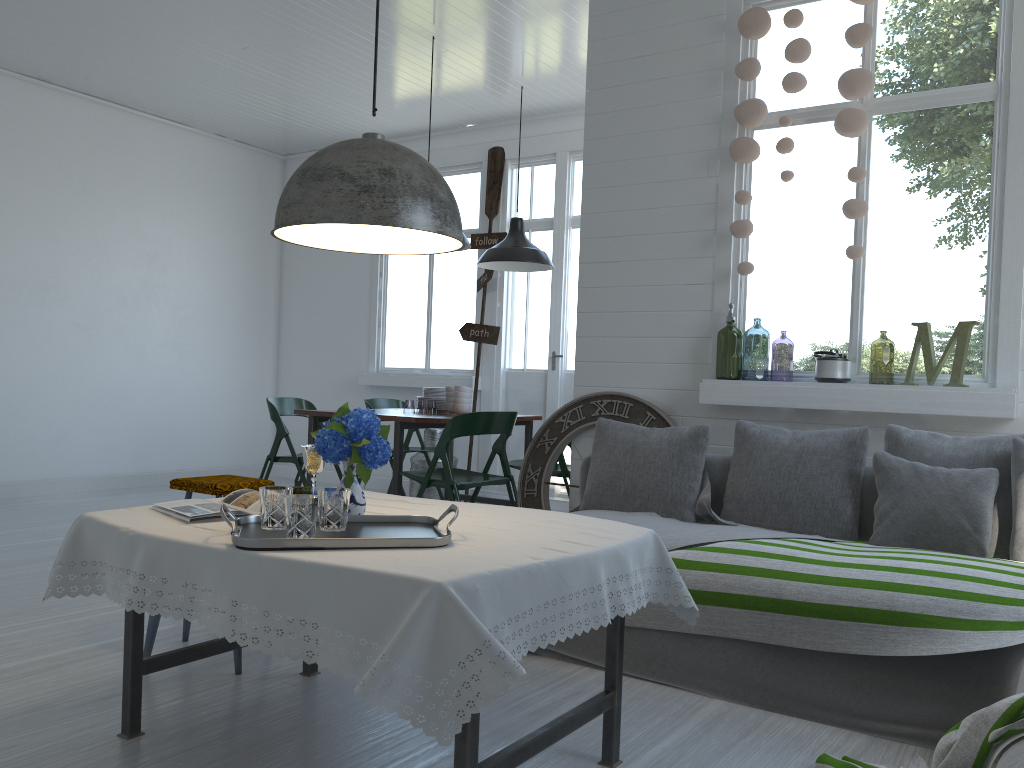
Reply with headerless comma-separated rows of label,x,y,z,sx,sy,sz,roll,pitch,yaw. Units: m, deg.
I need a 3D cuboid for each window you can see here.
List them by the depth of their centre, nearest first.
window,1.737,-1.064,4.443,1.481,2.399,0.254,3,1,33
window,-0.884,-1.163,8.976,1.481,2.399,0.254,3,1,33

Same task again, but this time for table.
table,-0.438,0.783,2.779,1.670,0.725,1.327,2,0,34
table,-0.634,0.670,6.518,1.170,0.930,1.695,2,0,31

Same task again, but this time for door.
door,0.383,-0.566,8.134,1.609,3.481,0.254,3,1,33

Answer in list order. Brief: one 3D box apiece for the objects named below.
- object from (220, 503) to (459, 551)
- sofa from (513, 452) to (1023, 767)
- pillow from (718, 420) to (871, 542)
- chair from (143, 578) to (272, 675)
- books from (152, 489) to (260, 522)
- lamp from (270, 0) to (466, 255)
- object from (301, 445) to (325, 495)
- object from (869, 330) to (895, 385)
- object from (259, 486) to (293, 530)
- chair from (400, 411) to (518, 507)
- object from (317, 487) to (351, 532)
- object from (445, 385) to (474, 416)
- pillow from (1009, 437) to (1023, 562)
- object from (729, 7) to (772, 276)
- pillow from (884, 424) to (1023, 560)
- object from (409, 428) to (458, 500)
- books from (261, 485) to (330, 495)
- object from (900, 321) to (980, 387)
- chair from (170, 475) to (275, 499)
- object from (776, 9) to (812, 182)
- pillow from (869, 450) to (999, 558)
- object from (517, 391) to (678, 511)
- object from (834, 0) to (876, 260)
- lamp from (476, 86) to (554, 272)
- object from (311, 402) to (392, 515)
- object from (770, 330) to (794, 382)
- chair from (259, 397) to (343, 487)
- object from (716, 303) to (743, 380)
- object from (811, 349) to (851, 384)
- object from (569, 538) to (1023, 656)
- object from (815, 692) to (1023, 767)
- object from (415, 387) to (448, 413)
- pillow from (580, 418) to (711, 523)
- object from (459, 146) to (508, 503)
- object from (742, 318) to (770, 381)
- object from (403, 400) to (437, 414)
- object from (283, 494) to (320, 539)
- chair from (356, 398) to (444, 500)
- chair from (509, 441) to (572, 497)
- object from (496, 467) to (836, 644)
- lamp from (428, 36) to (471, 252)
object,-0.476,0.384,2.485,0.651,0.092,0.398,2,0,-14
sofa,0.923,0.799,2.640,3.393,0.899,3.408,2,0,33
pillow,1.321,0.444,4.172,0.641,0.521,0.280,2,1,34
chair,-1.218,0.836,3.610,0.419,0.563,0.419,2,1,3
books,-0.888,0.383,2.854,0.422,0.049,0.300,2,0,-42
lamp,-0.406,-1.469,2.758,0.601,2.045,0.600,2,1,4
object,-0.688,0.311,3.084,0.098,0.192,0.098,2,1,-36
object,1.819,-0.128,4.356,0.111,0.270,0.111,2,1,-39
object,-0.673,0.353,2.521,0.095,0.119,0.095,2,1,-32
chair,-0.307,0.660,5.514,0.730,1.007,0.651,3,1,33
object,-0.510,0.359,2.537,0.095,0.119,0.095,2,1,18
object,-0.381,0.118,6.366,0.150,0.216,0.309,2,0,-24
pillow,2.291,0.488,3.454,0.616,0.526,0.344,2,1,32
object,1.258,-1.276,4.711,0.193,1.405,0.197,2,1,-6
pillow,1.898,0.468,3.781,0.638,0.561,0.279,2,1,34
object,-0.735,0.775,8.343,0.450,0.725,0.450,2,1,13
books,-0.783,0.393,3.145,0.300,0.043,0.229,2,0,7
object,2.028,-0.139,4.214,0.330,0.311,0.052,3,1,43
chair,-1.648,0.820,5.027,0.419,0.563,0.419,3,1,33
object,1.457,-1.589,4.583,0.153,1.089,0.150,2,1,-21
pillow,1.759,0.518,3.706,0.277,0.445,0.528,2,1,-42
object,0.501,0.609,5.054,1.111,1.138,0.584,2,1,18
object,1.715,-1.330,4.416,0.200,1.427,0.197,3,1,44
lamp,0.056,-1.722,7.357,0.650,1.499,0.650,2,1,-12
object,-0.491,0.243,2.752,0.236,0.377,0.266,3,1,35
object,1.408,-0.143,4.615,0.111,0.270,0.111,2,1,-39
chair,-1.536,0.613,6.671,0.730,1.007,0.651,2,1,13
object,1.170,-0.228,4.758,0.136,0.415,0.136,3,1,30
object,1.622,-0.091,4.495,0.186,0.174,0.208,2,0,14
object,1.297,0.886,3.509,3.163,0.473,1.044,2,0,34
object,1.346,0.790,2.045,0.622,0.833,1.580,2,0,-32
object,-0.576,0.122,6.662,0.300,0.195,0.305,2,0,-20
pillow,0.664,0.447,4.494,0.638,0.522,0.279,2,1,33
object,-0.272,-0.574,8.414,0.361,3.422,0.413,2,1,-24
object,1.294,-0.180,4.697,0.137,0.335,0.137,3,1,40
object,-0.654,0.166,6.398,0.172,0.098,0.241,2,0,37
object,-0.563,0.357,2.365,0.095,0.119,0.095,2,1,-32
chair,-0.946,0.636,7.571,0.730,1.007,0.651,2,1,23
chair,0.299,0.684,6.440,0.730,1.007,0.651,2,1,13
object,0.445,0.788,4.192,1.684,0.925,1.212,2,0,-16
lamp,-0.591,-1.748,6.371,0.650,1.499,0.650,3,1,30
